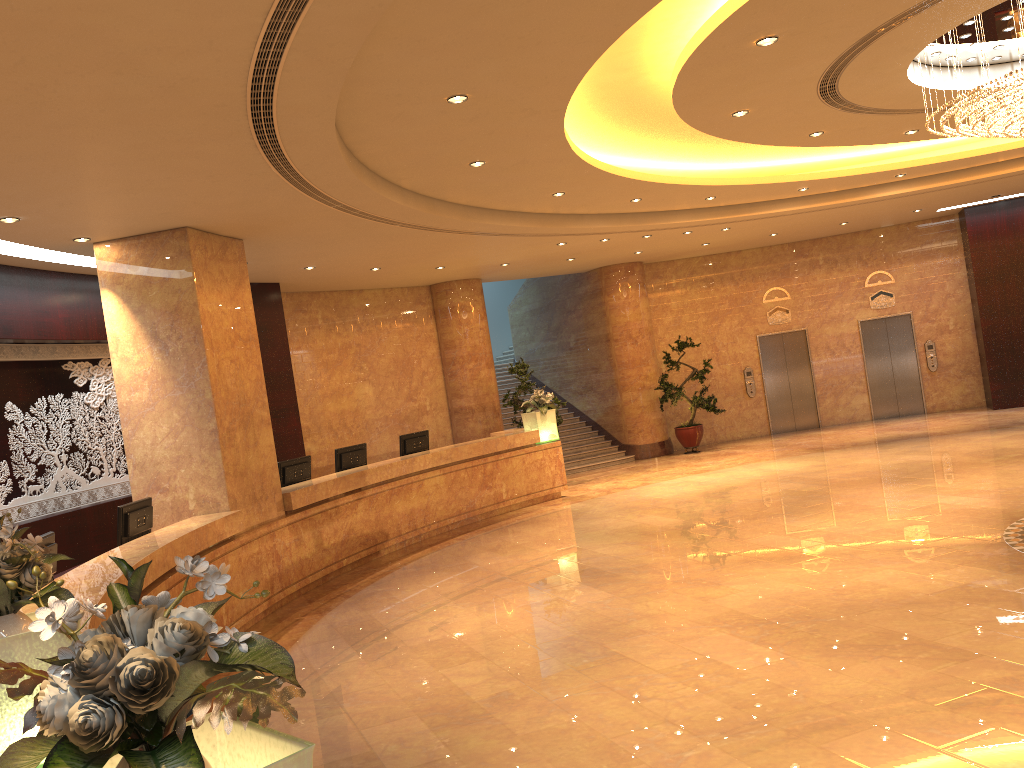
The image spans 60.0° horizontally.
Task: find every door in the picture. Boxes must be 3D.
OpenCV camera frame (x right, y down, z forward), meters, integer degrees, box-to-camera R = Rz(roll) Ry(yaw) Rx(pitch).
[{"bbox_3d":[7.967,-0.367,18.614,1.070,2.149,0.150,-8,0,13],"label":"door"},{"bbox_3d":[5.884,-0.057,18.893,1.070,2.145,0.150,-9,0,3],"label":"door"}]

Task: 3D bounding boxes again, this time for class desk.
[{"bbox_3d":[-1.985,1.711,9.164,3.466,1.155,12.951,-8,0,12],"label":"desk"}]

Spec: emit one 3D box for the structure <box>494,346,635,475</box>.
[{"bbox_3d":[-0.416,-0.848,20.539,9.849,5.560,7.472,-9,0,-23],"label":"structure"}]

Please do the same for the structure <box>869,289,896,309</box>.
[{"bbox_3d":[7.745,-1.778,18.553,0.504,0.405,0.012,-8,0,13],"label":"structure"}]

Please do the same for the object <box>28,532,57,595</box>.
[{"bbox_3d":[-3.228,1.297,6.023,0.430,0.500,0.531,-8,1,28],"label":"object"}]

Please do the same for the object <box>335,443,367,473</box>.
[{"bbox_3d":[-2.172,1.088,12.023,0.531,0.500,0.430,-9,0,-20],"label":"object"}]

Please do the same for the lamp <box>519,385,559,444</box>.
[{"bbox_3d":[0.475,0.488,14.434,0.606,0.897,0.532,-9,1,-44],"label":"lamp"}]

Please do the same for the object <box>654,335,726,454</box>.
[{"bbox_3d":[3.484,0.205,17.660,1.250,2.363,0.843,-9,0,-1],"label":"object"}]

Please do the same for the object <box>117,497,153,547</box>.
[{"bbox_3d":[-3.369,1.302,7.938,0.430,0.500,0.531,-8,1,39],"label":"object"}]

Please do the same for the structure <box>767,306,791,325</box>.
[{"bbox_3d":[5.671,-1.467,18.840,0.504,0.405,0.012,-9,0,2],"label":"structure"}]

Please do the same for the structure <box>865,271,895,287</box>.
[{"bbox_3d":[7.677,-2.219,18.548,0.600,0.293,0.010,-8,0,13],"label":"structure"}]

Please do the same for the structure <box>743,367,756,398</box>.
[{"bbox_3d":[5.056,-0.038,18.835,0.200,0.661,0.053,-9,0,-1],"label":"structure"}]

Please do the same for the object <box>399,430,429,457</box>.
[{"bbox_3d":[-1.433,0.968,13.108,0.531,0.500,0.430,-9,0,-15],"label":"object"}]

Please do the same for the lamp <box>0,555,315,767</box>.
[{"bbox_3d":[-0.675,0.778,1.677,0.580,0.923,0.570,-9,1,-26],"label":"lamp"}]

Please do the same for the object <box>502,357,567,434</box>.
[{"bbox_3d":[0.354,0.693,15.872,0.843,2.363,1.250,-9,1,-42],"label":"object"}]

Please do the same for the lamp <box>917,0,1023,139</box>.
[{"bbox_3d":[5.061,-2.633,7.135,3.204,1.196,3.206,-8,0,14],"label":"lamp"}]

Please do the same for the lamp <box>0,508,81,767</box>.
[{"bbox_3d":[-1.888,0.949,3.319,0.542,0.925,0.577,-9,0,-21],"label":"lamp"}]

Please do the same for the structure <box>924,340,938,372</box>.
[{"bbox_3d":[8.675,-0.581,18.344,0.200,0.661,0.053,-8,0,17],"label":"structure"}]

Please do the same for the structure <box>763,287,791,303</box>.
[{"bbox_3d":[5.605,-1.908,18.835,0.600,0.293,0.010,-9,0,2],"label":"structure"}]

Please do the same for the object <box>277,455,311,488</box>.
[{"bbox_3d":[-2.687,1.175,10.993,0.531,0.500,0.430,-9,1,-26],"label":"object"}]
